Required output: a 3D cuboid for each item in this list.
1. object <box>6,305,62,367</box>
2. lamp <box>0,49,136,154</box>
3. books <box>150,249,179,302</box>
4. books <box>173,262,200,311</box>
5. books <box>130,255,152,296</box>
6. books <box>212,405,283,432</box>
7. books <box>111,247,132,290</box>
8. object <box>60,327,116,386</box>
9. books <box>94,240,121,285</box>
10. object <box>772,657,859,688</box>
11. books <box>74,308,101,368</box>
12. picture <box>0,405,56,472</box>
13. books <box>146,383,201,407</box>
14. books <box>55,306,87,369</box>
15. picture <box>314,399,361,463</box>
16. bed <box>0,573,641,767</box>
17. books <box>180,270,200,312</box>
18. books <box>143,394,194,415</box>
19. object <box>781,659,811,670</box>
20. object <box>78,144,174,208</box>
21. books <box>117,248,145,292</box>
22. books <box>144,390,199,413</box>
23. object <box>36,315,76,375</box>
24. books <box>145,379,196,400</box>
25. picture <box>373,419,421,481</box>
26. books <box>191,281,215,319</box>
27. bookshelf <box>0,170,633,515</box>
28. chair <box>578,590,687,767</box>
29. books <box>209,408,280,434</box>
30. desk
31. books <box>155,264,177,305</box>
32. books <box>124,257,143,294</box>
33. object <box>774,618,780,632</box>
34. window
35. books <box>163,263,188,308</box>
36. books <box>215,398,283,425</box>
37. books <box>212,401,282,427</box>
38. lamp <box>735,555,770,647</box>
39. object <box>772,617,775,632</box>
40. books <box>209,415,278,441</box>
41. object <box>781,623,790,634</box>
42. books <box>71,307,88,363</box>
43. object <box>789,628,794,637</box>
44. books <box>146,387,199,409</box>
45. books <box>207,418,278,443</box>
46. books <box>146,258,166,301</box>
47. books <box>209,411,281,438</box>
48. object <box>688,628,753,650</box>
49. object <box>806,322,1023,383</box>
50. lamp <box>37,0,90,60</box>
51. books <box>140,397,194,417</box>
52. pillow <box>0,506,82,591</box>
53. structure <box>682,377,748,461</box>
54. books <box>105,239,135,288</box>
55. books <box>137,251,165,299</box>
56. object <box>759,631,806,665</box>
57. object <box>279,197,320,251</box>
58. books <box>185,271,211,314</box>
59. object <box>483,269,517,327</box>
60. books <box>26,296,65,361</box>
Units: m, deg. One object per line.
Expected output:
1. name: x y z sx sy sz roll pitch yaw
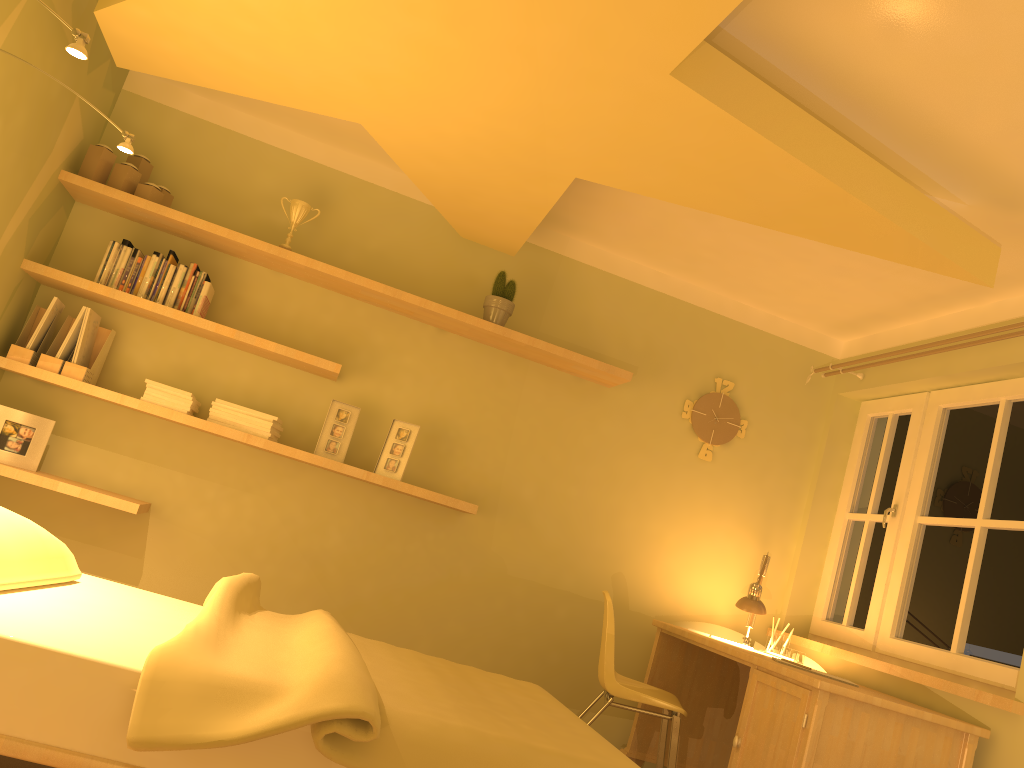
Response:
1. object: -1.983 -0.202 3.685 0.087 0.259 0.236 20 -11 -16
2. lamp: -1.367 -0.867 2.650 0.533 0.178 0.050 19 -11 -11
3. books: -1.503 -0.446 3.833 0.021 0.247 0.157 19 -11 -11
4. books: -1.416 -0.405 3.858 0.032 0.229 0.138 19 -11 -11
5. books: -1.588 -0.446 3.818 0.032 0.193 0.146 19 -11 -11
6. books: -1.143 0.150 3.846 0.270 0.015 0.190 17 -10 2
7. books: -1.660 -0.475 3.797 0.022 0.198 0.157 19 -11 -11
8. object: -1.777 -0.131 3.728 0.087 0.259 0.236 19 -11 -11
9. books: -1.718 -0.497 3.786 0.040 0.203 0.157 19 -11 -11
10. object: 1.167 1.112 3.430 0.300 0.010 0.210 14 -11 14
11. books: -1.790 -0.157 3.727 0.043 0.296 0.210 19 -11 -11
12. picture: -2.028 0.217 3.616 0.247 0.219 0.131 24 -12 -33
13. books: -1.445 0.050 3.800 0.190 0.015 0.270 19 -10 -9
14. books: -1.838 -0.173 3.715 0.048 0.297 0.214 19 -11 -11
15. picture: -0.789 0.217 3.987 0.134 0.264 0.171 19 -11 -12
16. bed: -0.775 0.601 2.301 2.378 0.894 1.286 19 -11 -11
17. books: -1.394 -0.383 3.852 0.022 0.198 0.157 19 -11 -11
18. books: -1.463 0.089 3.786 0.190 0.015 0.270 20 -11 -14
19. object: 1.101 1.086 3.438 0.008 0.009 0.166 21 -11 -20
20. object: -1.649 -0.904 3.844 0.349 0.229 0.234 19 -10 -10
21. books: -1.634 -0.468 3.803 0.032 0.203 0.157 19 -11 -11
22. books: -1.452 0.078 3.794 0.190 0.015 0.270 19 -10 -10
23. object: -1.866 -0.162 3.709 0.087 0.259 0.236 19 -11 -11
24. books: -1.453 0.028 3.786 0.190 0.015 0.270 19 -11 -13
25. picture: -0.498 0.309 4.004 0.134 0.264 0.171 14 -11 15
26. books: -1.342 -0.349 3.850 0.032 0.163 0.178 19 -11 -11
27. bookshelf: -0.856 0.134 3.926 2.605 1.240 0.300 19 -11 -11
28. chair: 0.467 1.303 3.701 0.546 0.785 0.531 15 -10 9
29. books: -1.155 0.162 3.842 0.270 0.015 0.190 17 -10 0
30. desk: 1.044 1.487 3.557 0.684 0.720 1.396 19 -11 -11
31. books: -1.486 -0.409 3.824 0.032 0.184 0.173 19 -11 -11
32. books: -1.614 -0.445 3.805 0.021 0.172 0.157 19 -11 -11
33. object: 1.250 1.197 4.237 0.034 0.165 0.009 20 -11 -18
34. window: 1.841 0.609 3.860 0.142 1.263 1.486 19 -11 -11
35. books: -1.451 -0.406 3.840 0.040 0.203 0.157 19 -11 -11
36. books: -1.140 0.122 3.858 0.270 0.015 0.190 18 -10 -5
37. books: -1.153 0.135 3.865 0.270 0.015 0.190 17 -10 0
38. lamp: 1.126 1.006 4.181 0.140 0.455 0.484 14 -11 14
39. object: 1.242 1.192 4.223 0.053 0.162 0.009 24 -13 -35
40. books: -1.161 0.192 3.844 0.270 0.015 0.190 18 -10 -3
41. object: 1.268 1.202 4.207 0.073 0.155 0.008 7 -14 43
42. books: -1.797 -0.159 3.722 0.036 0.296 0.210 19 -11 -11
43. object: 1.286 1.206 4.152 0.010 0.138 0.043 25 -13 -36
44. books: -1.447 0.063 3.790 0.190 0.015 0.270 19 -11 -12
45. books: -1.166 0.206 3.841 0.270 0.015 0.190 17 -10 0
46. books: -1.527 -0.431 3.826 0.017 0.203 0.155 19 -11 -11
47. books: -1.153 0.178 3.839 0.270 0.015 0.190 17 -10 1
48. object: 0.963 1.179 4.102 0.300 0.009 0.040 13 -11 19
49. object: 1.830 -0.113 3.859 0.190 0.113 1.708 19 -11 -11
50. lamp: -1.222 -0.937 2.053 0.533 0.178 0.050 19 -11 -11
51. books: -1.467 0.103 3.783 0.190 0.015 0.270 19 -11 -12
52. pillow: -1.419 0.366 2.182 0.482 0.213 0.801 17 -10 -1
53. structure: 1.040 0.181 4.524 0.360 0.432 0.027 19 -11 -11
54. books: -1.683 -0.497 3.804 0.032 0.229 0.138 19 -11 -11
55. books: -1.550 -0.447 3.817 0.038 0.217 0.166 19 -11 -11
56. object: 1.261 1.222 4.125 0.070 0.105 0.240 20 -11 -18
57. object: -0.992 -0.695 4.003 0.160 0.268 0.095 26 -14 -40
58. books: -1.368 -0.377 3.857 0.032 0.203 0.157 19 -11 -11
59. object: -0.052 -0.395 4.154 0.145 0.294 0.145 23 -12 -29
60. books: -1.956 -0.214 3.693 0.048 0.297 0.214 20 -11 -16
